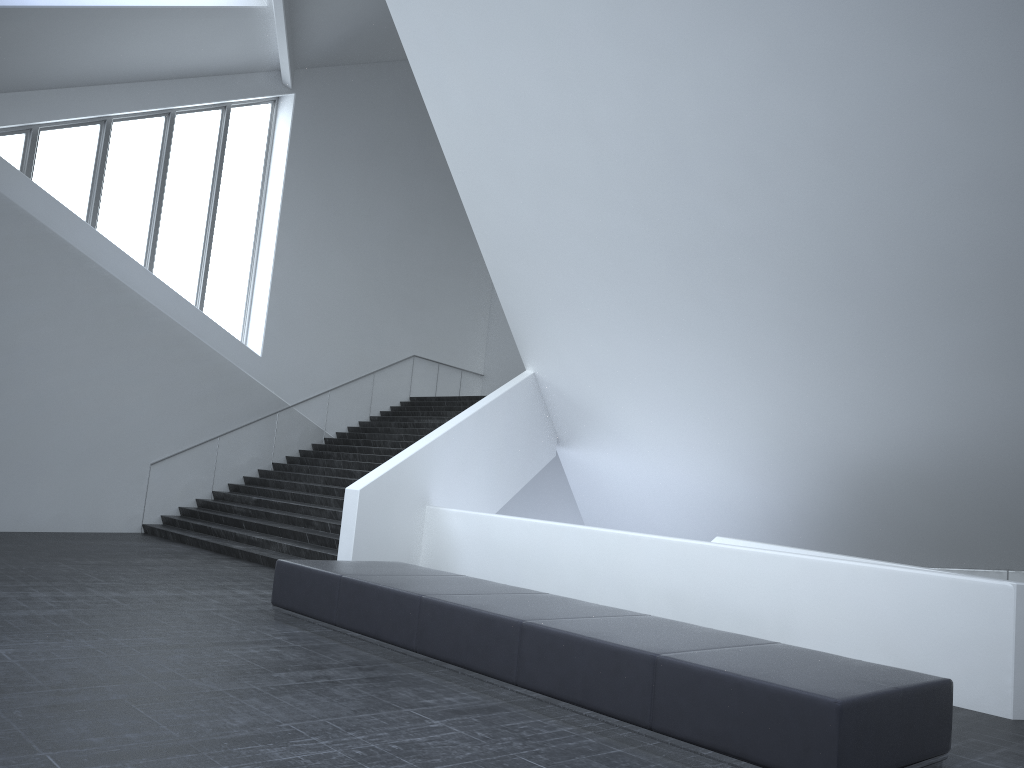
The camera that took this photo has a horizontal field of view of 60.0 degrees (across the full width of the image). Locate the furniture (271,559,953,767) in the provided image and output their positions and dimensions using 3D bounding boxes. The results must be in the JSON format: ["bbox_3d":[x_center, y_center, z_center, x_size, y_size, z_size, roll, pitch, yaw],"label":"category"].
[{"bbox_3d":[0.184,2.041,6.998,1.488,0.580,5.742,12,-9,-43],"label":"furniture"}]
